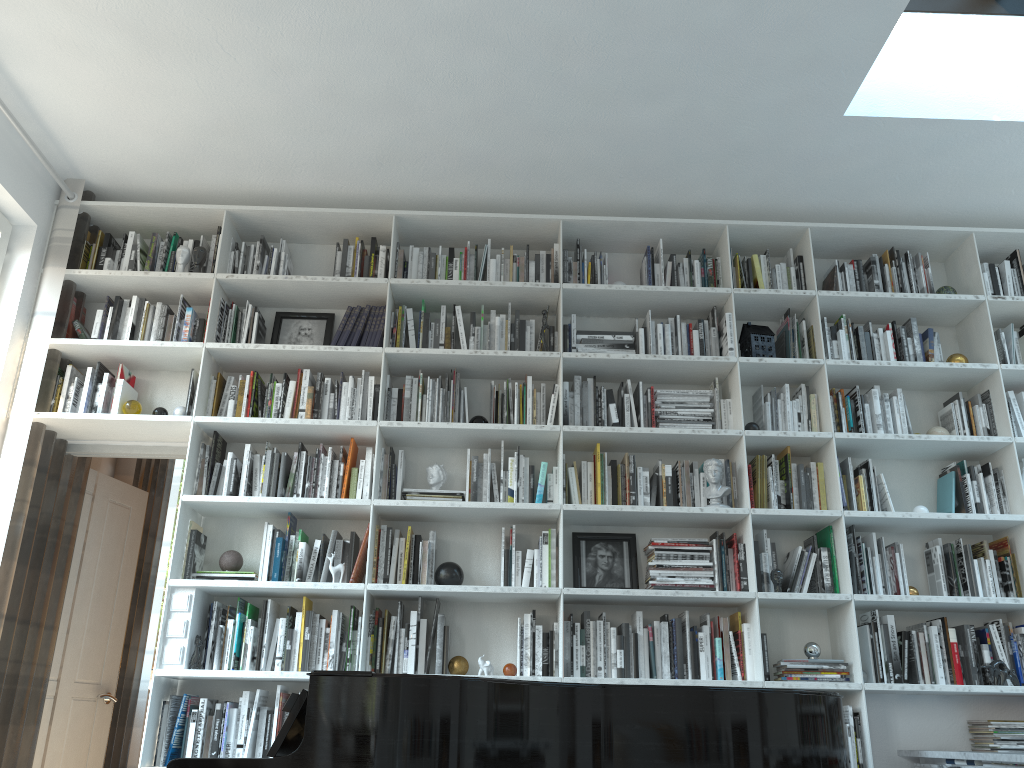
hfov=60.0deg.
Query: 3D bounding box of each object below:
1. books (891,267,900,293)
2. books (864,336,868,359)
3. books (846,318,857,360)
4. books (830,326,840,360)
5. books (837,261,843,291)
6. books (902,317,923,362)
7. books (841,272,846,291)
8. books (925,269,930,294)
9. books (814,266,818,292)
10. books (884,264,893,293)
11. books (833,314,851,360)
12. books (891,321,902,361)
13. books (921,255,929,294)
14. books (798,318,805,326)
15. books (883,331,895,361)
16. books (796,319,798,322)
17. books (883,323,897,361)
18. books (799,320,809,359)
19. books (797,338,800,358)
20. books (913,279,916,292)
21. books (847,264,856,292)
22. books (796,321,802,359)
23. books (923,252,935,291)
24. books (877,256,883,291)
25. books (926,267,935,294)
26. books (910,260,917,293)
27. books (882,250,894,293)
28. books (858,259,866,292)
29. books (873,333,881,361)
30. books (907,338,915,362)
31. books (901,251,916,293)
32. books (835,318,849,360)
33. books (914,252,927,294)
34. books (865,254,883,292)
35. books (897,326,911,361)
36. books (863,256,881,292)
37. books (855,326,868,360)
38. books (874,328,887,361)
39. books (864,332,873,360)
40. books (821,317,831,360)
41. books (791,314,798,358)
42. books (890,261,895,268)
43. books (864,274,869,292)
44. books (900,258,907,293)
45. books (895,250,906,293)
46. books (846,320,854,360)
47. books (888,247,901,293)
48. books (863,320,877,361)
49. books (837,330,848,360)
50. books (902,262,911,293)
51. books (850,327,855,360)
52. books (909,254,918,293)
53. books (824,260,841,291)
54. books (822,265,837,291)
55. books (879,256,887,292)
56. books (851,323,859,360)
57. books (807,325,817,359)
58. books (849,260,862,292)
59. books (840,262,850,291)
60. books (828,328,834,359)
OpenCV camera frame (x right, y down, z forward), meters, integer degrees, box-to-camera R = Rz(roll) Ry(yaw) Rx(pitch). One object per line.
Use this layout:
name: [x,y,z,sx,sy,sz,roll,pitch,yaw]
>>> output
books: [1.945,-0.470,4.575,0.018,0.200,0.189,1,-21,-1]
books: [1.755,-0.130,4.470,0.014,0.214,0.133,1,-21,-1]
books: [1.699,-0.169,4.482,0.021,0.295,0.139,1,-21,-1]
books: [1.605,-0.150,4.464,0.026,0.242,0.149,1,-21,-1]
books: [1.671,-0.490,4.597,0.011,0.243,0.173,1,-21,-1]
books: [1.999,-0.166,4.462,0.029,0.284,0.184,1,-21,-1]
books: [1.692,-0.461,4.586,0.009,0.182,0.160,1,-21,-1]
books: [2.117,-0.465,4.599,0.018,0.213,0.158,1,-21,-1]
books: [1.533,-0.529,4.587,0.019,0.303,0.176,1,-21,-1]
books: [1.921,-0.481,4.590,0.018,0.230,0.160,1,-21,-1]
books: [1.663,-0.181,4.470,0.014,0.305,0.153,1,-21,-1]
books: [1.920,-0.158,4.486,0.012,0.284,0.160,1,-21,-1]
books: [2.105,-0.500,4.598,0.008,0.277,0.181,1,-21,-1]
books: [1.468,-0.174,4.481,0.005,0.291,0.131,1,-21,-1]
books: [1.861,-0.135,4.445,0.021,0.208,0.181,1,-21,-1]
books: [1.430,-0.170,4.487,0.013,0.287,0.132,1,-21,-1]
books: [1.889,-0.154,4.470,0.012,0.263,0.157,1,-21,-1]
books: [1.444,-0.166,4.441,0.013,0.247,0.187,1,-21,-1]
books: [1.412,-0.141,4.456,0.013,0.210,0.140,1,-21,-1]
books: [2.049,-0.488,4.605,0.014,0.257,0.150,1,-21,-1]
books: [1.734,-0.480,4.596,0.028,0.225,0.164,1,-21,-1]
books: [1.422,-0.165,4.455,0.005,0.254,0.159,1,-21,-1]
books: [2.144,-0.510,4.609,0.006,0.305,0.164,1,-21,-1]
books: [1.891,-0.503,4.623,0.017,0.294,0.139,1,-21,-1]
books: [2.133,-0.465,4.590,0.014,0.208,0.188,1,-21,-1]
books: [2.064,-0.504,4.617,0.019,0.298,0.137,1,-21,-1]
books: [1.934,-0.517,4.610,0.006,0.311,0.179,1,-21,-1]
books: [1.789,-0.492,4.603,0.021,0.255,0.169,1,-21,-1]
books: [1.815,-0.129,4.470,0.025,0.215,0.144,1,-21,-1]
books: [1.969,-0.114,4.455,0.027,0.181,0.177,1,-21,-1]
books: [2.039,-0.513,4.607,0.008,0.305,0.183,1,-21,-1]
books: [1.650,-0.168,4.471,0.011,0.282,0.173,1,-21,-1]
books: [2.095,-0.506,4.607,0.013,0.295,0.189,1,-21,-1]
books: [1.871,-0.506,4.611,0.024,0.291,0.168,1,-21,-1]
books: [1.941,-0.142,4.461,0.030,0.237,0.186,1,-21,-1]
books: [1.845,-0.500,4.583,0.028,0.257,0.185,1,-21,-1]
books: [1.736,-0.149,4.457,0.027,0.240,0.160,1,-21,-1]
books: [1.840,-0.143,4.463,0.023,0.236,0.150,1,-21,-1]
books: [1.776,-0.132,4.475,0.028,0.222,0.142,1,-21,-1]
books: [1.564,-0.173,4.463,0.012,0.284,0.160,1,-21,-1]
books: [1.400,-0.184,4.452,0.021,0.287,0.180,1,-21,-1]
books: [1.958,-0.488,4.598,0.008,0.250,0.170,1,-21,-1]
books: [1.814,-0.454,4.608,0.031,0.190,0.133,1,-21,-1]
books: [2.007,-0.495,4.609,0.008,0.273,0.163,1,-21,-1]
books: [1.978,-0.516,4.591,0.015,0.298,0.184,1,-21,-1]
books: [1.674,-0.163,4.463,0.010,0.267,0.166,1,-21,-1]
books: [1.966,-0.524,4.612,0.007,0.328,0.184,1,-21,-1]
books: [1.797,-0.161,4.483,0.013,0.283,0.155,1,-21,-1]
books: [1.631,-0.139,4.442,0.026,0.207,0.182,1,-21,-1]
books: [2.022,-0.485,4.605,0.024,0.251,0.150,1,-21,-1]
books: [1.685,-0.144,4.465,0.012,0.234,0.166,1,-21,-1]
books: [2.078,-0.508,4.637,0.008,0.320,0.134,1,-21,-1]
books: [1.661,-0.493,4.589,0.009,0.243,0.174,1,-21,-1]
books: [1.633,-0.478,4.575,0.046,0.205,0.184,1,-21,-1]
books: [1.909,-0.500,4.617,0.007,0.284,0.160,1,-21,-1]
books: [1.716,-0.157,4.485,0.012,0.275,0.133,1,-21,-1]
books: [1.475,-0.150,4.435,0.008,0.213,0.224,1,-21,-1]
books: [1.763,-0.493,4.601,0.030,0.254,0.162,1,-21,-1]
books: [1.704,-0.487,4.583,0.013,0.228,0.174,1,-21,-1]
books: [1.586,-0.147,4.469,0.012,0.238,0.139,1,-21,-1]
